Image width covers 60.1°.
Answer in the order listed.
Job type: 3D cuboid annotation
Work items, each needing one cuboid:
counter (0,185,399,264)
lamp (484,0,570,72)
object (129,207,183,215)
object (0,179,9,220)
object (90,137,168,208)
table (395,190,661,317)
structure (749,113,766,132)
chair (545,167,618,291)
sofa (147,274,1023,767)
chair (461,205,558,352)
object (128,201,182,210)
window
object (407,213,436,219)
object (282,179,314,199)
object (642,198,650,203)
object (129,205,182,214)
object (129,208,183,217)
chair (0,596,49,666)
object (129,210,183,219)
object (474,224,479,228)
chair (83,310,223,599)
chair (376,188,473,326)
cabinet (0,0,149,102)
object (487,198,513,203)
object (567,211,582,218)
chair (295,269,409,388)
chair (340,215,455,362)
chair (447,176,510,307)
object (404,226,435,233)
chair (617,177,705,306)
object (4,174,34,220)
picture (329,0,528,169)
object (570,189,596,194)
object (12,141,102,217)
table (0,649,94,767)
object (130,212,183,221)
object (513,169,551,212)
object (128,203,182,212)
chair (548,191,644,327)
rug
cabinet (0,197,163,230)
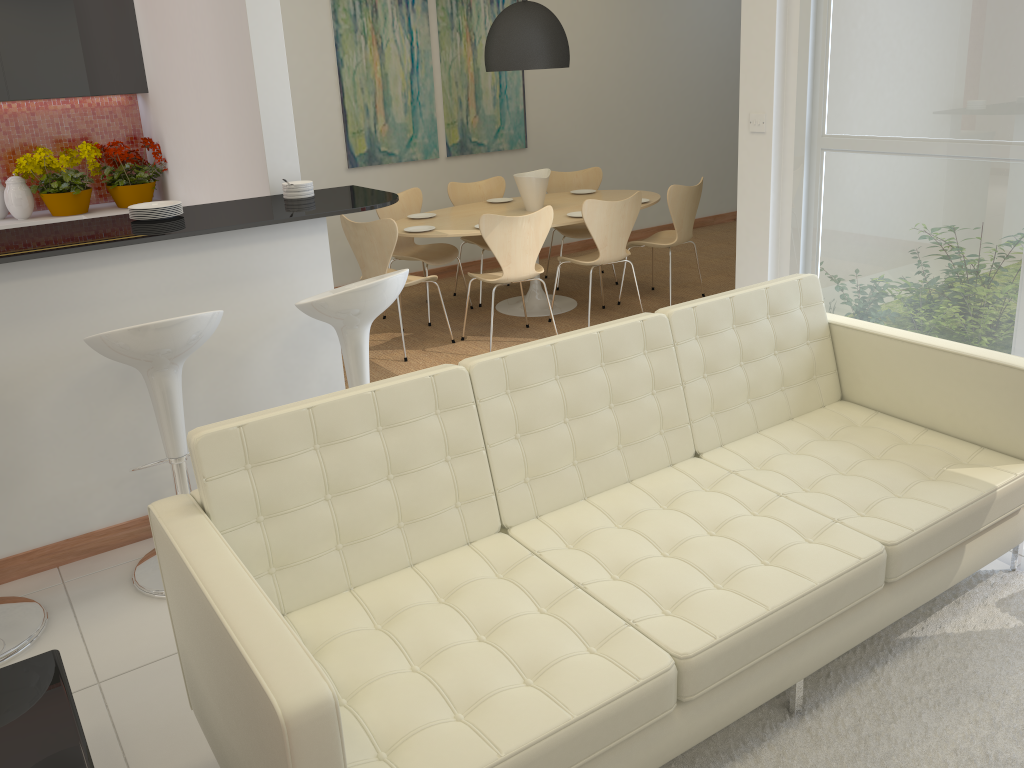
[{"bbox_3d":[-1.809,-0.540,3.338,2.984,0.019,0.743,-16,23,-31],"label":"counter"},{"bbox_3d":[0.071,-2.898,5.973,0.598,1.469,0.601,-13,20,-29],"label":"lamp"},{"bbox_3d":[-1.478,-0.718,3.678,0.210,0.015,0.214,1,20,10],"label":"object"},{"bbox_3d":[-3.230,-1.167,5.527,0.159,0.278,0.162,3,19,18],"label":"object"},{"bbox_3d":[-2.494,-1.397,5.802,0.525,0.441,0.509,10,23,35],"label":"object"},{"bbox_3d":[0.160,-0.933,6.577,2.276,0.717,1.294,-15,23,-31],"label":"table"},{"bbox_3d":[1.432,-1.525,5.168,0.013,0.103,0.115,-14,21,-31],"label":"structure"},{"bbox_3d":[0.543,-1.283,7.239,0.522,0.892,0.524,-6,18,-8],"label":"chair"},{"bbox_3d":[0.427,0.382,2.588,2.582,0.907,1.011,-16,22,-31],"label":"sofa"},{"bbox_3d":[-0.024,-0.694,5.692,0.523,0.892,0.522,-12,20,-24],"label":"chair"},{"bbox_3d":[-1.480,-0.737,3.672,0.210,0.015,0.214,1,20,10],"label":"object"},{"bbox_3d":[2.631,-1.075,3.720,0.122,2.669,3.470,-14,22,-31],"label":"window"},{"bbox_3d":[-0.650,-1.209,6.385,0.210,0.015,0.214,-7,20,-11],"label":"object"},{"bbox_3d":[-1.002,-0.911,4.077,0.175,0.096,0.141,-19,24,-38],"label":"object"},{"bbox_3d":[0.910,-1.347,6.533,0.210,0.015,0.213,5,21,20],"label":"object"},{"bbox_3d":[-1.479,-0.724,3.676,0.210,0.015,0.214,1,20,10],"label":"object"},{"bbox_3d":[-1.478,-0.711,3.680,0.210,0.015,0.214,1,20,10],"label":"object"},{"bbox_3d":[-1.815,0.383,2.804,0.458,1.004,0.471,-10,19,-21],"label":"chair"},{"bbox_3d":[-1.478,-0.704,3.682,0.210,0.015,0.214,1,20,10],"label":"object"},{"bbox_3d":[-0.142,-1.040,5.840,0.210,0.015,0.214,-5,20,-6],"label":"object"},{"bbox_3d":[-1.210,0.212,3.188,0.458,1.004,0.471,-10,19,-21],"label":"chair"},{"bbox_3d":[-0.668,-0.952,6.504,0.518,0.892,0.528,9,22,34],"label":"chair"},{"bbox_3d":[-3.810,-1.869,4.954,3.264,0.649,0.355,-16,22,-31],"label":"cabinet"},{"bbox_3d":[-0.094,-1.432,6.919,0.210,0.015,0.213,-9,21,-15],"label":"object"},{"bbox_3d":[0.481,-1.164,6.090,0.210,0.015,0.214,1,20,12],"label":"object"},{"bbox_3d":[-0.606,0.039,3.575,0.467,1.004,0.462,12,23,40],"label":"chair"},{"bbox_3d":[-0.758,-0.668,5.731,0.524,0.892,0.521,12,23,39],"label":"chair"},{"bbox_3d":[-0.173,-1.131,6.925,0.524,0.892,0.522,-13,20,-27],"label":"chair"},{"bbox_3d":[-0.613,-1.024,5.866,0.210,0.015,0.214,-7,20,-11],"label":"object"},{"bbox_3d":[1.118,-1.042,6.485,0.518,0.892,0.527,11,23,38],"label":"chair"},{"bbox_3d":[-3.048,-1.156,5.470,0.159,0.278,0.162,3,19,18],"label":"object"},{"bbox_3d":[-0.623,-2.611,7.230,1.750,1.482,0.020,-15,21,-32],"label":"picture"},{"bbox_3d":[0.574,-1.546,7.134,0.211,0.015,0.213,10,24,33],"label":"object"},{"bbox_3d":[-2.840,-1.298,5.579,0.525,0.441,0.509,-14,21,-29],"label":"object"},{"bbox_3d":[-1.152,1.050,1.713,0.705,0.415,0.926,-15,23,-31],"label":"table"},{"bbox_3d":[-1.477,-0.698,3.684,0.210,0.015,0.214,1,20,10],"label":"object"},{"bbox_3d":[0.151,-1.404,6.425,0.271,0.275,0.265,-2,18,2],"label":"object"},{"bbox_3d":[-1.479,-0.731,3.674,0.210,0.015,0.214,1,20,10],"label":"object"},{"bbox_3d":[0.584,-0.855,6.046,0.524,0.892,0.521,-14,21,-31],"label":"chair"},{"bbox_3d":[1.031,1.142,1.729,3.348,0.004,2.470,-15,23,-30],"label":"rug"},{"bbox_3d":[-3.174,-0.145,4.522,3.357,0.968,2.521,-16,23,-31],"label":"cabinet"}]
